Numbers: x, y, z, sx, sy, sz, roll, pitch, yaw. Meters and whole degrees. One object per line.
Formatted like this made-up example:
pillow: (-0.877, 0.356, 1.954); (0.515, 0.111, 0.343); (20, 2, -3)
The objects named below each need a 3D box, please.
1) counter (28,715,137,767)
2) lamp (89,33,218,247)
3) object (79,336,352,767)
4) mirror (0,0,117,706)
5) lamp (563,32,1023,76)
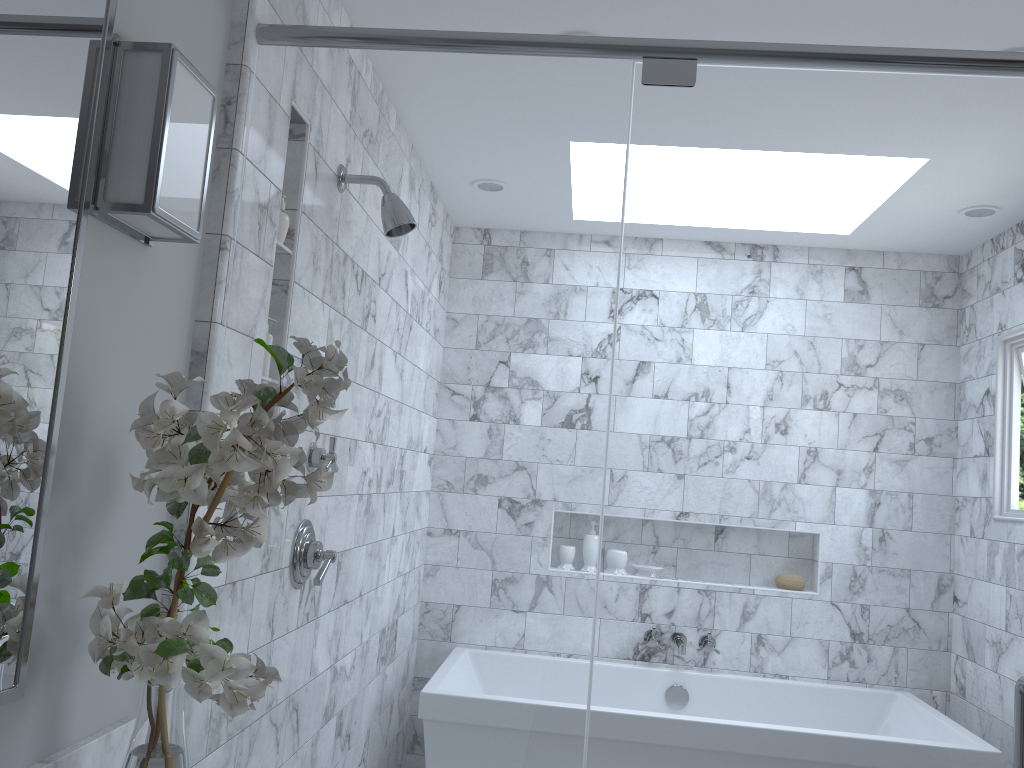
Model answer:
counter: (-0.422, 0.966, 0.565); (0.638, 0.983, 1.657); (4, -6, 5)
lamp: (-0.532, -0.358, 1.339); (0.091, 0.266, 0.175); (4, -6, 5)
object: (-0.392, 0.291, 1.183); (0.374, 0.706, 0.225); (0, -7, 36)
mirror: (-0.625, -0.124, 0.839); (0.030, 0.977, 0.694); (4, -6, 5)
lamp: (0.784, -0.789, 2.815); (1.976, 0.050, 1.289); (4, -6, 5)
